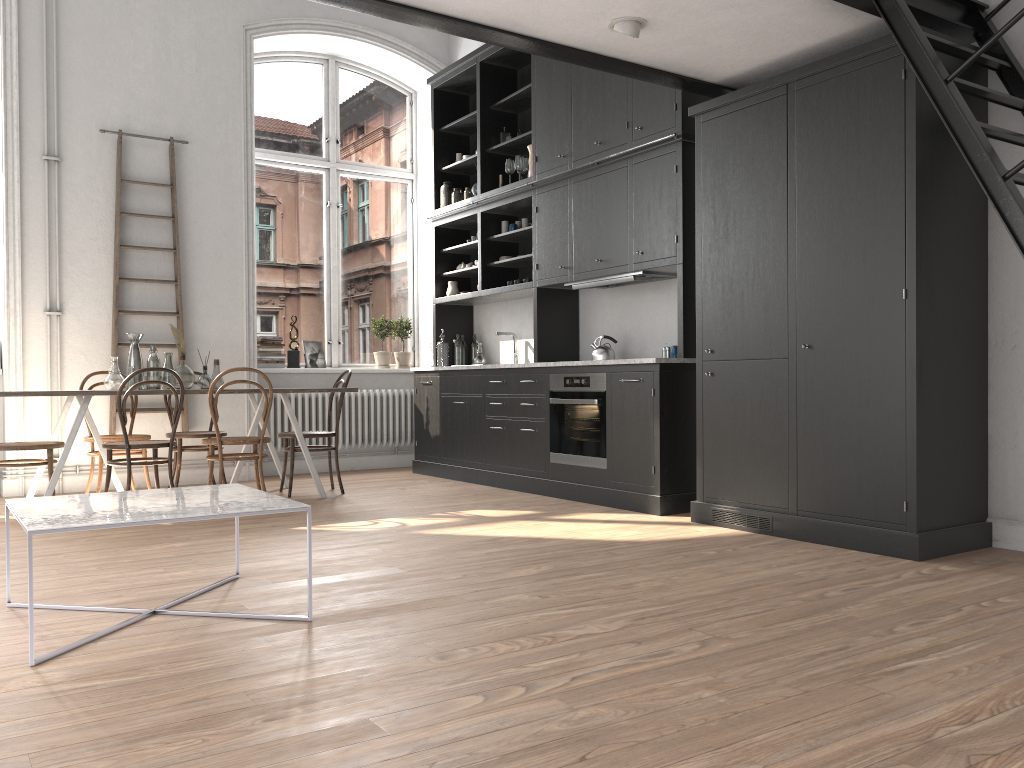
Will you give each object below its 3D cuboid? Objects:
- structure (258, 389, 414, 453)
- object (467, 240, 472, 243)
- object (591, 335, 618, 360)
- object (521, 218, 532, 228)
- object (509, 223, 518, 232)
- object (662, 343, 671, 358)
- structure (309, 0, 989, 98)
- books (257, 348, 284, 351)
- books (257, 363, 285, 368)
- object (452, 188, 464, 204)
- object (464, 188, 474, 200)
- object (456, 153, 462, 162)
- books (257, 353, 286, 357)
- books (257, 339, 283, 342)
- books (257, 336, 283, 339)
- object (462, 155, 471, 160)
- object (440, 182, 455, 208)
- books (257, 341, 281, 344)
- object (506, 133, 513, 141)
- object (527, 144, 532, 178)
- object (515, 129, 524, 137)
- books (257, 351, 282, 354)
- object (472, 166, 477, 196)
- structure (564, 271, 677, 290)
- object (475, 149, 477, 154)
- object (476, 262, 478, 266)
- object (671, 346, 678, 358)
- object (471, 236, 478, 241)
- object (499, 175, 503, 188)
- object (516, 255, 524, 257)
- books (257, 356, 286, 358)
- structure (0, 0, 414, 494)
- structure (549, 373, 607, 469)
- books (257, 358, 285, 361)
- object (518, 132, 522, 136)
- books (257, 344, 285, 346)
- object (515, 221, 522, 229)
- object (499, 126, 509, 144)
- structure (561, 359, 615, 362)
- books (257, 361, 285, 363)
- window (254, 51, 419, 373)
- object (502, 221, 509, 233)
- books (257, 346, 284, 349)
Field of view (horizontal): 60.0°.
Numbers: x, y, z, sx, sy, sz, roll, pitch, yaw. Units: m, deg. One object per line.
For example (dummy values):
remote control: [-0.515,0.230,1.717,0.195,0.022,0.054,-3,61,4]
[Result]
structure: [-1.538,0.327,8.181,1.577,0.552,0.194,-1,0,-34]
object: [-0.366,-1.246,7.842,0.071,0.047,0.071,0,0,4]
object: [0.655,-0.256,6.351,0.171,0.186,0.171,-1,0,-23]
object: [0.118,-1.294,7.314,0.082,0.135,0.059,0,1,39]
object: [0.008,-1.272,7.333,0.082,0.093,0.140,0,0,21]
object: [1.040,-0.217,5.971,0.040,0.116,0.080,-1,0,-29]
structure: [0.217,-2.252,2.011,5.927,1.213,4.158,-1,0,-34]
books: [-2.176,-0.305,7.950,0.222,0.024,0.158,-1,0,-34]
books: [-2.181,-0.161,7.927,0.248,0.043,0.192,-1,0,-34]
object: [-0.481,-1.657,7.894,0.114,0.155,0.114,-1,0,-30]
object: [-0.379,-1.654,7.839,0.096,0.150,0.096,0,1,45]
object: [-0.480,-2.023,8.067,0.059,0.135,0.082,-1,0,-6]
books: [-2.182,-0.257,7.944,0.245,0.028,0.193,-1,0,-39]
books: [-2.176,-0.390,7.943,0.205,0.020,0.155,-1,0,-34]
books: [-2.186,-0.412,7.947,0.201,0.024,0.159,-1,0,-44]
object: [-0.400,-2.004,7.991,0.096,0.095,0.096,0,0,1]
object: [-0.577,-1.697,8.002,0.118,0.238,0.118,0,1,42]
books: [-2.188,-0.368,7.935,0.231,0.023,0.162,0,0,-18]
object: [-0.020,-2.019,7.347,0.053,0.125,0.041,0,1,23]
object: [0.165,-1.716,6.879,0.094,0.267,0.116,0,0,8]
object: [0.066,-2.047,7.437,0.065,0.177,0.084,-1,0,-12]
books: [-2.175,-0.281,7.943,0.205,0.022,0.155,0,0,-19]
object: [-0.275,-1.759,7.530,0.134,0.357,0.134,0,1,11]
structure: [0.770,-0.742,6.227,0.379,0.123,0.843,-1,0,-34]
object: [-0.252,-2.067,7.701,0.132,0.219,0.132,0,0,31]
object: [-0.287,-1.034,7.714,0.049,0.054,0.039,-1,0,-8]
object: [1.085,-0.206,5.864,0.140,0.093,0.082,-1,0,-44]
object: [-0.325,-1.258,7.769,0.064,0.069,0.064,0,0,14]
object: [-0.091,-1.662,7.367,0.123,0.161,0.123,-1,0,-25]
object: [0.093,-1.043,7.368,0.112,0.036,0.112,0,0,9]
books: [-2.180,-0.236,7.944,0.255,0.014,0.192,-1,0,-30]
structure: [-3.047,-1.413,7.082,5.181,4.474,0.340,-1,1,-33]
structure: [0.667,0.237,6.155,0.618,0.623,0.622,-1,0,-34]
books: [-2.179,-0.217,7.926,0.249,0.023,0.175,-1,0,-33]
object: [0.070,-2.019,7.330,0.044,0.121,0.058,-1,0,-7]
books: [-2.180,-0.347,7.940,0.243,0.019,0.174,-1,0,-34]
object: [0.047,-1.294,7.434,0.082,0.135,0.059,-1,0,-6]
object: [-0.060,-2.057,7.427,0.084,0.199,0.065,-1,1,-12]
structure: [0.669,-0.158,6.156,0.427,0.011,0.592,-1,0,-34]
books: [-2.179,-0.193,7.926,0.249,0.023,0.175,-1,0,-38]
window: [1.836,-5.987,14.387,14.384,15.936,26.397,-1,0,-34]
object: [-0.053,-1.292,7.432,0.059,0.135,0.082,0,0,24]
books: [-2.176,-0.327,7.943,0.205,0.022,0.155,-1,0,-39]
